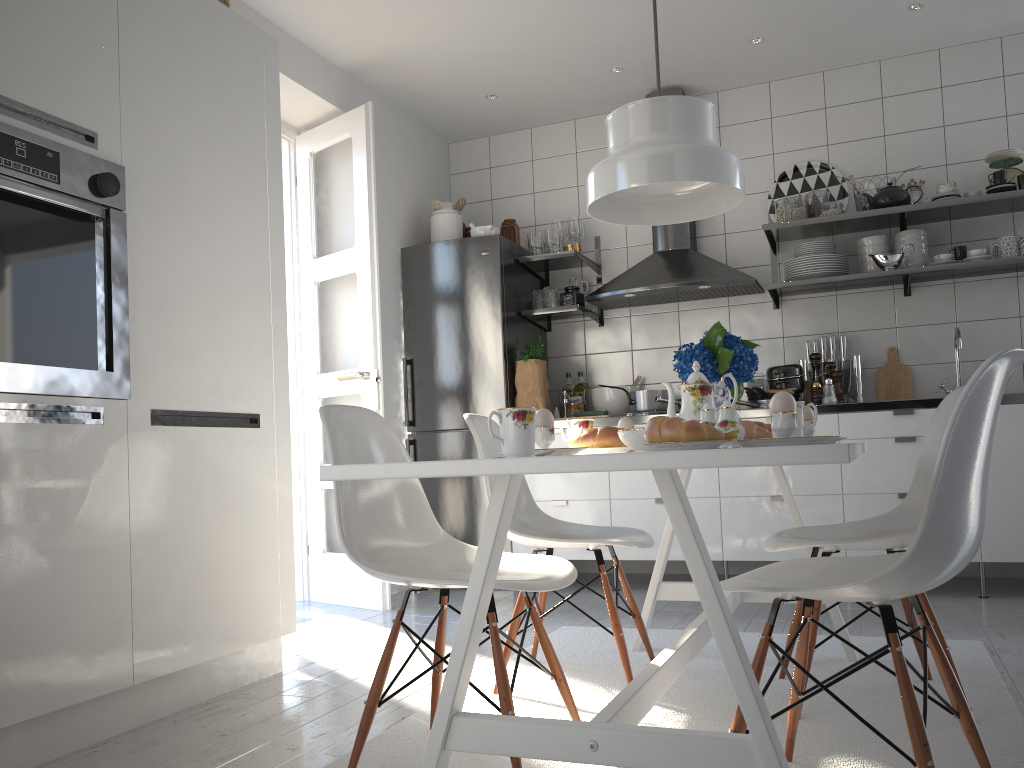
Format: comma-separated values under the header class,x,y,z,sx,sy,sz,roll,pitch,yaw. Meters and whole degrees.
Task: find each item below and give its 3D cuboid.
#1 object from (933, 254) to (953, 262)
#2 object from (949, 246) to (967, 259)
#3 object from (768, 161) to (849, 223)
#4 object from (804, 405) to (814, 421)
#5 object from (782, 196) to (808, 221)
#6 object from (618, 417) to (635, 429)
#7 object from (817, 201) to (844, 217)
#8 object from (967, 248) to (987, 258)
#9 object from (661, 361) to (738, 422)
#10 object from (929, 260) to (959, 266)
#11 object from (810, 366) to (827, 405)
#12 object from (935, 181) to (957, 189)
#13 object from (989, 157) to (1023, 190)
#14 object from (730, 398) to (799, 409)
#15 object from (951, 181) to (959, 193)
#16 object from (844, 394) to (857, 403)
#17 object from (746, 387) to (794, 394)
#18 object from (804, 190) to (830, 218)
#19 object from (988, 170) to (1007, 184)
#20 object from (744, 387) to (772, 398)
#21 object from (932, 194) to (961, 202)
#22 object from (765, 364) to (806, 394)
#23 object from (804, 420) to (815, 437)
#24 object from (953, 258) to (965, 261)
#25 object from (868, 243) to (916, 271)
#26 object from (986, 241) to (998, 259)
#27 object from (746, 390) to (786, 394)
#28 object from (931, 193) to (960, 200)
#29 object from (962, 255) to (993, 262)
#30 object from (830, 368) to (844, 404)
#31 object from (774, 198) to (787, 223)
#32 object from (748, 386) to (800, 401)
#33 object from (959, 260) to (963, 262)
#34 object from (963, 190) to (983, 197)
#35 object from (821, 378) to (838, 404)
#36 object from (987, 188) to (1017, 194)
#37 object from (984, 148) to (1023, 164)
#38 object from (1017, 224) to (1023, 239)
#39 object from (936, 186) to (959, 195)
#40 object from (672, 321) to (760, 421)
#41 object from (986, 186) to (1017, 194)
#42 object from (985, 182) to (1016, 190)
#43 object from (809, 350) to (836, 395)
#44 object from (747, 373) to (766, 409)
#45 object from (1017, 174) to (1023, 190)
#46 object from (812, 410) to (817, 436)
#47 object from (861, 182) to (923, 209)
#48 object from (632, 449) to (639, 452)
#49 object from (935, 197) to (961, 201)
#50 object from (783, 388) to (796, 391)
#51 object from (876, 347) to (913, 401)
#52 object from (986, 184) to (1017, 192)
class,x,y,z,sx,sy,sz,roll,pitch,yaw
object,1.952,-0.558,4.008,0.079,0.047,0.083,-4,-4,15
object,2.075,-0.597,4.110,0.055,0.078,0.071,-1,-4,-17
object,1.513,-0.947,4.538,0.395,0.393,0.053,-4,-3,22
object,0.754,0.086,2.284,0.048,0.063,0.048,-4,-4,26
object,1.373,-0.830,4.287,0.121,0.130,0.121,-3,-4,8
object,0.327,0.125,2.541,0.048,0.063,0.048,-4,-4,26
object,1.516,-0.816,4.218,0.121,0.079,0.121,-3,-4,8
object,2.066,-0.568,3.935,0.079,0.047,0.083,-5,-5,35
object,0.486,0.054,2.286,0.149,0.230,0.140,-5,-4,40
object,1.953,-0.537,4.009,0.121,0.021,0.121,-4,-5,20
object,1.458,0.016,4.209,0.080,0.192,0.058,-3,-3,11
object,1.968,-0.891,4.023,0.083,0.067,0.078,-5,-5,37
object,2.289,-0.924,4.092,0.159,0.208,0.185,-4,-4,22
object,1.213,0.100,4.295,0.351,0.060,0.233,-2,-5,1
object,2.070,-0.878,4.190,0.115,0.151,0.127,0,-4,-41
object,1.663,0.082,4.369,0.069,0.068,0.029,-4,-3,27
object,1.217,0.032,4.212,0.059,0.060,0.335,-1,-5,-20
object,1.501,-0.851,4.345,0.121,0.170,0.121,-5,-4,42
object,2.159,-0.901,3.932,0.071,0.078,0.055,-6,-5,43
object,1.233,0.047,4.264,0.246,0.080,0.356,-5,-5,30
object,1.972,-0.832,4.021,0.121,0.021,0.121,-5,-5,27
object,1.323,-0.018,4.292,0.190,0.159,0.198,-1,-4,-16
object,0.755,0.123,2.283,0.048,0.057,0.048,-1,-4,-27
object,2.079,-0.563,4.102,0.121,0.023,0.121,-3,-5,3
object,1.760,-0.577,4.103,0.210,0.134,0.102,-3,-3,5
object,2.194,-0.587,3.992,0.083,0.100,0.109,0,-4,-33
object,1.203,0.038,4.206,0.064,0.044,0.336,-2,-5,-11
object,1.969,-0.842,4.022,0.121,0.024,0.121,-4,-5,18
object,2.067,-0.548,3.936,0.121,0.021,0.121,-5,-5,27
object,1.540,0.016,4.197,0.058,0.184,0.058,0,-3,-39
object,1.380,-0.837,4.450,0.121,0.170,0.121,-5,-4,42
object,1.222,0.062,4.268,0.347,0.082,0.244,0,-5,-26
object,2.081,-0.553,4.099,0.121,0.023,0.121,-2,-5,-6
object,2.100,-0.848,4.034,0.079,0.047,0.083,-5,-5,35
object,1.483,0.038,4.148,0.069,0.135,0.069,-3,-3,2
object,2.169,-0.839,3.924,0.121,0.021,0.121,-2,-5,0
object,2.283,-1.049,4.109,0.163,0.046,0.164,-1,-5,-18
object,2.348,-0.694,3.994,0.083,0.100,0.109,-2,-4,-8
object,1.969,-0.863,4.022,0.079,0.049,0.082,-2,-4,-5
object,0.607,0.004,2.616,0.266,0.376,0.236,-4,-3,24
object,2.168,-0.848,3.925,0.121,0.021,0.121,-5,-5,27
object,2.166,-0.867,3.927,0.121,0.023,0.121,0,-5,-27
object,1.504,-0.025,4.280,0.123,0.282,0.061,-4,-3,27
object,1.250,0.047,4.536,0.101,0.201,0.081,-3,-3,12
object,2.242,-0.875,3.865,0.055,0.077,0.070,-2,-4,-15
object,0.816,0.124,2.482,0.078,0.095,0.091,-3,-4,16
object,1.768,-0.866,4.124,0.178,0.142,0.200,-1,-4,-26
object,0.329,0.189,2.538,0.201,0.016,0.201,-5,-5,27
object,1.973,-0.823,4.020,0.121,0.021,0.121,-5,-5,27
object,1.245,0.044,4.238,0.065,0.021,0.337,-1,-5,-14
object,1.880,-0.040,4.366,0.157,0.293,0.047,-4,-3,22
object,2.169,-0.858,3.925,0.121,0.023,0.121,1,-6,-36
